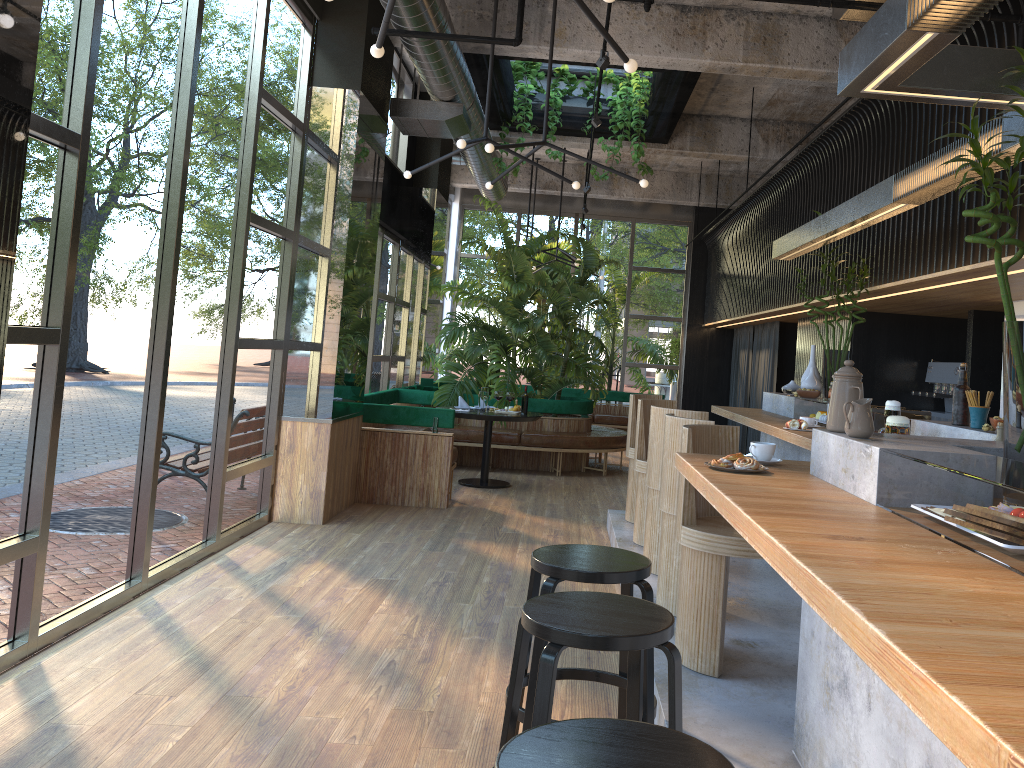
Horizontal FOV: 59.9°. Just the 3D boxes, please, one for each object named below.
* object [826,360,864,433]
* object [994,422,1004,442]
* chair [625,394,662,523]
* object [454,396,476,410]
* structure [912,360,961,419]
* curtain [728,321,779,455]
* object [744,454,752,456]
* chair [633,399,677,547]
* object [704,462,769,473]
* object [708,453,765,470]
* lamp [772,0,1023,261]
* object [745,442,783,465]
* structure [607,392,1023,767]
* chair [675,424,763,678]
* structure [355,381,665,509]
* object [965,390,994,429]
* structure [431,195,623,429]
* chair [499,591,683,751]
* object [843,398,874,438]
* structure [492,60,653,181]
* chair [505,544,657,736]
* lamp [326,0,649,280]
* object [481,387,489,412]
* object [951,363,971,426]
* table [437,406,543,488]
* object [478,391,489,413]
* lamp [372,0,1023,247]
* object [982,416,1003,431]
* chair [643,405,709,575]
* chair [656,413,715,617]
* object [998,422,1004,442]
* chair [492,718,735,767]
[{"bbox_3d":[1.076,0.039,2.868,0.123,0.235,0.206,5,-1,-30],"label":"object"},{"bbox_3d":[1.739,0.239,3.164,0.073,0.210,0.067,6,-3,-32],"label":"object"},{"bbox_3d":[1.156,0.583,6.908,0.539,0.971,0.554,4,-2,11],"label":"chair"},{"bbox_3d":[-0.480,0.198,9.192,0.238,0.139,0.227,4,1,-15],"label":"object"},{"bbox_3d":[4.025,0.577,8.123,0.550,1.598,0.836,4,-2,2],"label":"structure"},{"bbox_3d":[3.490,0.125,13.037,0.122,2.061,3.270,4,1,3],"label":"curtain"},{"bbox_3d":[0.844,0.261,3.241,0.030,0.027,0.131,4,2,-20],"label":"object"},{"bbox_3d":[1.106,0.609,6.099,0.566,0.971,0.527,5,-2,-24],"label":"chair"},{"bbox_3d":[0.734,0.273,2.904,0.197,0.013,0.214,6,3,37],"label":"object"},{"bbox_3d":[0.739,0.255,2.898,0.160,0.053,0.156,3,2,-44],"label":"object"},{"bbox_3d":[3.378,-1.915,4.287,5.015,2.135,6.689,4,2,-4],"label":"lamp"},{"bbox_3d":[0.786,0.242,3.042,0.175,0.073,0.433,5,2,37],"label":"object"},{"bbox_3d":[3.557,0.630,4.022,5.851,1.732,7.116,4,2,1],"label":"structure"},{"bbox_3d":[0.964,0.684,3.767,0.571,0.971,0.522,6,-2,-42],"label":"chair"},{"bbox_3d":[1.210,0.522,4.837,6.035,1.550,20.091,4,2,3],"label":"structure"},{"bbox_3d":[1.966,0.107,3.745,0.103,0.162,0.107,3,-2,36],"label":"object"},{"bbox_3d":[0.145,-0.690,11.546,2.483,3.444,2.609,5,-1,-14],"label":"structure"},{"bbox_3d":[0.206,0.963,2.379,0.522,0.698,0.506,4,-1,-8],"label":"chair"},{"bbox_3d":[1.038,0.100,2.666,0.099,0.119,0.088,4,-1,10],"label":"object"},{"bbox_3d":[0.885,-3.021,10.231,2.091,1.520,1.464,4,0,30],"label":"structure"},{"bbox_3d":[0.246,0.942,3.026,0.518,0.698,0.510,4,-1,-3],"label":"chair"},{"bbox_3d":[1.641,-2.222,5.216,5.090,1.825,18.881,4,2,3],"label":"lamp"},{"bbox_3d":[-0.285,0.156,9.100,0.095,0.245,0.090,5,-2,-16],"label":"object"},{"bbox_3d":[1.985,0.045,3.915,0.072,0.277,0.078,2,-3,37],"label":"object"},{"bbox_3d":[-0.259,0.657,9.139,1.143,0.752,1.055,4,1,-30],"label":"table"},{"bbox_3d":[-0.289,0.181,8.931,0.101,0.210,0.109,3,-2,36],"label":"object"},{"bbox_3d":[0.913,-2.591,9.485,3.798,1.533,10.003,4,2,0],"label":"lamp"},{"bbox_3d":[1.956,0.159,3.488,0.189,0.073,0.231,5,2,21],"label":"object"},{"bbox_3d":[1.077,0.635,5.350,0.529,0.971,0.564,4,-2,25],"label":"chair"},{"bbox_3d":[1.024,0.661,4.536,0.571,0.971,0.522,6,-2,-39],"label":"chair"},{"bbox_3d":[1.726,0.238,3.091,0.068,0.215,0.169,3,-1,27],"label":"object"},{"bbox_3d":[0.151,0.992,1.472,0.524,0.698,0.504,4,-1,-10],"label":"chair"}]
